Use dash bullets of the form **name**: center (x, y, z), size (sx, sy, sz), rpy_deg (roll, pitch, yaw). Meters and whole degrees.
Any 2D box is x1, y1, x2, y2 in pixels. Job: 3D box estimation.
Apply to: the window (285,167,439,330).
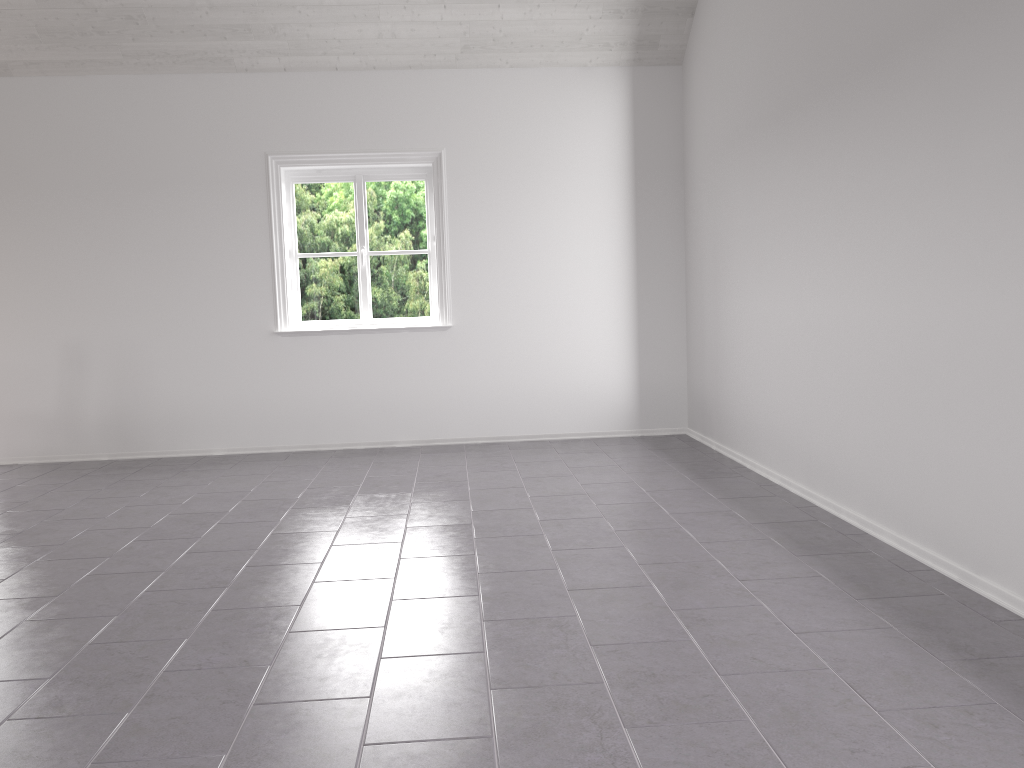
- **window**: center (-1.081, -0.965, 6.411), size (1.055, 1.168, 0.120), rpy_deg (-2, 5, -4)
